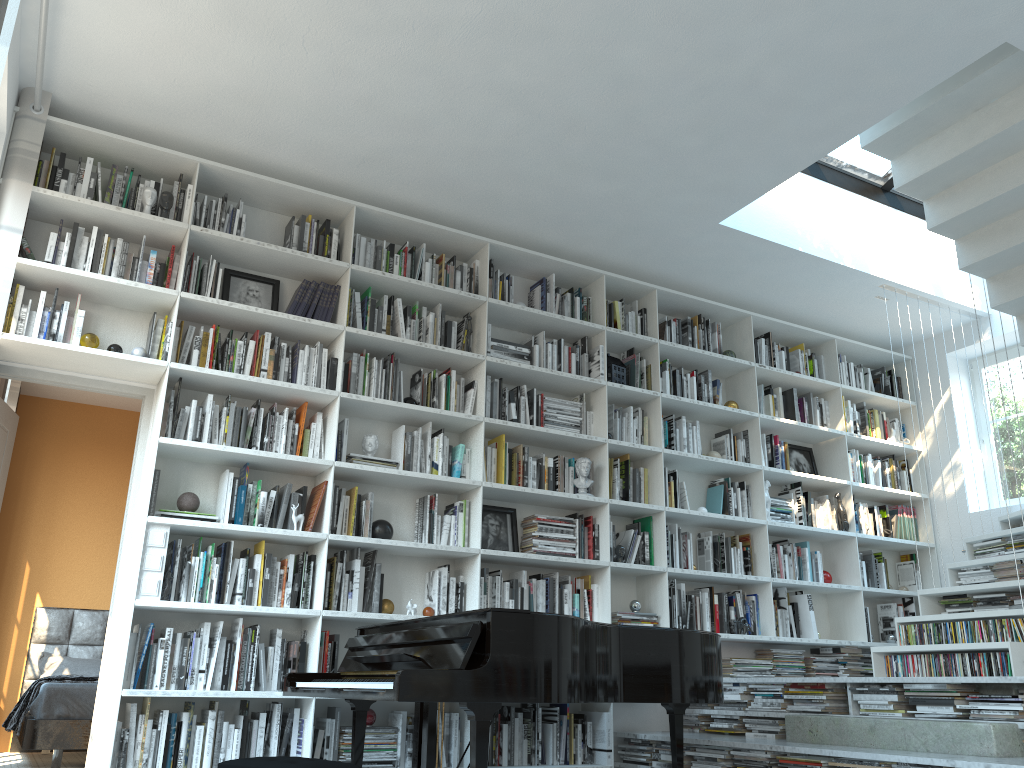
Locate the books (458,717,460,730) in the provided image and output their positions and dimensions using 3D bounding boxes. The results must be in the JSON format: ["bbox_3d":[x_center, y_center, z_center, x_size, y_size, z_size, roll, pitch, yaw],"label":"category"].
[{"bbox_3d":[-0.307,1.857,4.612,0.021,0.236,0.116,11,-21,-27],"label":"books"}]

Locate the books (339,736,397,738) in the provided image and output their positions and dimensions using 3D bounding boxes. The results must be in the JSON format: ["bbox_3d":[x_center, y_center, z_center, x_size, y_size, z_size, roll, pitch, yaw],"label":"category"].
[{"bbox_3d":[-0.730,1.742,4.381,0.285,0.005,0.160,13,-22,-31],"label":"books"}]

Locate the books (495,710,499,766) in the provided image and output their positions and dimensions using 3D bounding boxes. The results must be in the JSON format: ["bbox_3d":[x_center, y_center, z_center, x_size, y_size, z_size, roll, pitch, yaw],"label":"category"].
[{"bbox_3d":[-0.115,1.875,4.711,0.012,0.275,0.155,11,-21,-27],"label":"books"}]

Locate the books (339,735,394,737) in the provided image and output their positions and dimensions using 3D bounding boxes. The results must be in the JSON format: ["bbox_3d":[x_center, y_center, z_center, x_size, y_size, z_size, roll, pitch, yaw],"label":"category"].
[{"bbox_3d":[-0.727,1.738,4.385,0.254,0.005,0.161,10,-21,-23],"label":"books"}]

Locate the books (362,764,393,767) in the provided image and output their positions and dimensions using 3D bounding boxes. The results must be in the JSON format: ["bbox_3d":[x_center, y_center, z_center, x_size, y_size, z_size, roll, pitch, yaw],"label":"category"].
[{"bbox_3d":[-0.731,1.864,4.342,0.254,0.007,0.161,10,-21,-23],"label":"books"}]

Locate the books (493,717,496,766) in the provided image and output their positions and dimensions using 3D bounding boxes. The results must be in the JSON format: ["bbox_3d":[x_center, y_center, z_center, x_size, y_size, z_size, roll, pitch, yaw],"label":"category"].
[{"bbox_3d":[-0.123,1.889,4.696,0.012,0.238,0.129,11,-21,-27],"label":"books"}]

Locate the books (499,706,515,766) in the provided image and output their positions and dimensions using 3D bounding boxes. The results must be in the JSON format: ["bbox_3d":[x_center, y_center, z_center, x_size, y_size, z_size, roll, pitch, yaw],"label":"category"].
[{"bbox_3d":[-0.035,1.880,4.749,0.026,0.293,0.155,11,-21,-27],"label":"books"}]

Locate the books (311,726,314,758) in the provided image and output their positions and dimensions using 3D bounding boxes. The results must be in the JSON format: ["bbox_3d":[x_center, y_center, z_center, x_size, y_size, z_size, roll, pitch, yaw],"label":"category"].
[{"bbox_3d":[-0.989,1.738,4.242,0.025,0.197,0.160,11,-21,-27],"label":"books"}]

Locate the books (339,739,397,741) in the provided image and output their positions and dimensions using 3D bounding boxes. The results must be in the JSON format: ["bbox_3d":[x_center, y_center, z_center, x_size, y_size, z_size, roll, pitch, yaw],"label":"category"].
[{"bbox_3d":[-0.734,1.754,4.384,0.285,0.005,0.160,12,-22,-28],"label":"books"}]

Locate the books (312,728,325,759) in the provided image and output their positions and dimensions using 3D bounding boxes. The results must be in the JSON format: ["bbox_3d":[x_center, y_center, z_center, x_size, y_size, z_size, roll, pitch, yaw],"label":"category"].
[{"bbox_3d":[-0.951,1.750,4.251,0.053,0.183,0.148,11,-21,-27],"label":"books"}]

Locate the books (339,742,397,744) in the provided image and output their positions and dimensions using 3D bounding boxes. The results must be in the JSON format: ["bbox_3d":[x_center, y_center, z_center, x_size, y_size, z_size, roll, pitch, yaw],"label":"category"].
[{"bbox_3d":[-0.733,1.769,4.377,0.285,0.005,0.160,12,-22,-29],"label":"books"}]

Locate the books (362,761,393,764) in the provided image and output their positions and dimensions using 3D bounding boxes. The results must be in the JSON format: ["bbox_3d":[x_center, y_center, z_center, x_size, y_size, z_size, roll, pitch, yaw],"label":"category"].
[{"bbox_3d":[-0.734,1.852,4.352,0.254,0.007,0.161,11,-21,-26],"label":"books"}]

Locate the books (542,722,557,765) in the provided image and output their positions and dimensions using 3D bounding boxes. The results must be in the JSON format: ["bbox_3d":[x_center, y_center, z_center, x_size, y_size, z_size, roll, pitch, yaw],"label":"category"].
[{"bbox_3d":[0.190,1.957,4.833,0.029,0.209,0.171,11,-21,-27],"label":"books"}]

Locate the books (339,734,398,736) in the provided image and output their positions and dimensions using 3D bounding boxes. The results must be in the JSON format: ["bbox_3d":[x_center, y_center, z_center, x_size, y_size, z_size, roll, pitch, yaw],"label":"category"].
[{"bbox_3d":[-0.728,1.733,4.388,0.285,0.005,0.160,12,-22,-30],"label":"books"}]

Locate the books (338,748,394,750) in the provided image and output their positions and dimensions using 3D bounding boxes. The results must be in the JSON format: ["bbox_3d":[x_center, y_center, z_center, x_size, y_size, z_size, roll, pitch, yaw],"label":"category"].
[{"bbox_3d":[-0.732,1.794,4.372,0.254,0.007,0.161,11,-21,-26],"label":"books"}]

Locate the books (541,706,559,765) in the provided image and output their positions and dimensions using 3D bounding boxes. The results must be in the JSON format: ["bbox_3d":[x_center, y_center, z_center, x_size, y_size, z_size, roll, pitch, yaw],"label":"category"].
[{"bbox_3d":[0.207,1.922,4.856,0.011,0.291,0.184,11,-21,-27],"label":"books"}]

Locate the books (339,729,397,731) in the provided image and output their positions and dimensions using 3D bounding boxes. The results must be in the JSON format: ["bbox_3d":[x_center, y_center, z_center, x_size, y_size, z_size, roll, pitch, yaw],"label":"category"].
[{"bbox_3d":[-0.731,1.715,4.401,0.285,0.005,0.160,11,-21,-27],"label":"books"}]

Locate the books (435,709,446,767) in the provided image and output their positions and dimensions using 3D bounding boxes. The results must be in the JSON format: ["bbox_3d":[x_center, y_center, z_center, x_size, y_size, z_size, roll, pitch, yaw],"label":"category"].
[{"bbox_3d":[-0.403,1.814,4.548,0.074,0.275,0.181,11,-21,-27],"label":"books"}]

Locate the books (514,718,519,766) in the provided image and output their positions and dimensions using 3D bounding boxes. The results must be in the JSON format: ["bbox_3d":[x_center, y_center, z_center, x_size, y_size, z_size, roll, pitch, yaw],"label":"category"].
[{"bbox_3d":[-0.012,1.914,4.755,0.030,0.234,0.138,11,-21,-27],"label":"books"}]

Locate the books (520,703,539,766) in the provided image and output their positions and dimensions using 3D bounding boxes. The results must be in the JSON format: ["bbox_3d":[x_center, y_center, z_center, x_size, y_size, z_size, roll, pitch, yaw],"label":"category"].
[{"bbox_3d":[0.094,1.879,4.804,0.014,0.334,0.183,11,-21,-27],"label":"books"}]

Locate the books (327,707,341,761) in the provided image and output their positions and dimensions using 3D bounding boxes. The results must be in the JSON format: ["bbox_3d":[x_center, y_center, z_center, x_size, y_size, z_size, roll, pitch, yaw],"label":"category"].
[{"bbox_3d":[-0.875,1.720,4.313,0.027,0.281,0.129,11,-21,-27],"label":"books"}]

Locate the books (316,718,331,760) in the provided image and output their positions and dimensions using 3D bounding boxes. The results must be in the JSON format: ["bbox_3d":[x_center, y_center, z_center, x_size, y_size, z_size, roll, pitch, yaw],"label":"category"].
[{"bbox_3d":[-0.916,1.733,4.274,0.023,0.231,0.164,11,-21,-27],"label":"books"}]

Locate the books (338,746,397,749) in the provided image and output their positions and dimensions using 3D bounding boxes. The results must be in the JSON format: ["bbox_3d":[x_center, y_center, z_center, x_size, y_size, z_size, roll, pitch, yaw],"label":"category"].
[{"bbox_3d":[-0.732,1.788,4.374,0.285,0.007,0.160,11,-21,-26],"label":"books"}]

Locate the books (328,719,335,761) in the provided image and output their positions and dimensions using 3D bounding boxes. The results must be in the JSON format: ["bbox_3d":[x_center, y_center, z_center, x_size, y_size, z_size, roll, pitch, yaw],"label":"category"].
[{"bbox_3d":[-0.899,1.742,4.292,0.027,0.226,0.139,11,-21,-27],"label":"books"}]

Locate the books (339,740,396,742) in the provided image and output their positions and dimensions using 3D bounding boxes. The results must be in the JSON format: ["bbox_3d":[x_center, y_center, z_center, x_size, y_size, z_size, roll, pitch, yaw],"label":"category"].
[{"bbox_3d":[-0.734,1.760,4.382,0.285,0.005,0.160,11,-21,-26],"label":"books"}]

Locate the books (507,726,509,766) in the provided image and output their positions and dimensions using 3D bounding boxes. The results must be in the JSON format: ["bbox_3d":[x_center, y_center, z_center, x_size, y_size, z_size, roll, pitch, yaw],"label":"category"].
[{"bbox_3d":[-0.065,1.924,4.731,0.030,0.196,0.143,11,-21,-27],"label":"books"}]

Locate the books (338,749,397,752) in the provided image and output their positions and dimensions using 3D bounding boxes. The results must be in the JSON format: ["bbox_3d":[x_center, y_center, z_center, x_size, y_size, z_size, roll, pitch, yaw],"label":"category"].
[{"bbox_3d":[-0.727,1.798,4.362,0.285,0.007,0.160,13,-23,-32],"label":"books"}]

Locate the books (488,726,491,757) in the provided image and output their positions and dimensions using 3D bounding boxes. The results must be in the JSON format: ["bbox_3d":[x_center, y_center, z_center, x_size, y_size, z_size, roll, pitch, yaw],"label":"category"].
[{"bbox_3d":[-0.159,1.845,4.681,0.034,0.310,0.170,11,-21,-27],"label":"books"}]

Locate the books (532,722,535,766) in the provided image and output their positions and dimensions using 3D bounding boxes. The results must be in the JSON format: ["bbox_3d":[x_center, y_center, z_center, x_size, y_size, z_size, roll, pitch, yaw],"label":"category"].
[{"bbox_3d":[0.073,1.937,4.784,0.022,0.212,0.167,11,-21,-27],"label":"books"}]

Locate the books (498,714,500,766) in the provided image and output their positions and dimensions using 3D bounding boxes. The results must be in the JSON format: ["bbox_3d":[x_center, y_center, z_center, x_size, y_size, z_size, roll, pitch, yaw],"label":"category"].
[{"bbox_3d":[-0.105,1.887,4.713,0.012,0.254,0.151,11,-21,-27],"label":"books"}]

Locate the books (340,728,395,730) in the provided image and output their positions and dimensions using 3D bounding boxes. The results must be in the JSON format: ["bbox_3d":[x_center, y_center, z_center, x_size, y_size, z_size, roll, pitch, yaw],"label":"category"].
[{"bbox_3d":[-0.730,1.709,4.400,0.254,0.005,0.161,11,-21,-26],"label":"books"}]

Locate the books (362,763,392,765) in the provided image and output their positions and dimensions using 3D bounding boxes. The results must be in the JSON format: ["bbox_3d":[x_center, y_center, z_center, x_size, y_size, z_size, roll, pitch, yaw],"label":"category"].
[{"bbox_3d":[-0.735,1.860,4.351,0.254,0.007,0.161,11,-21,-27],"label":"books"}]

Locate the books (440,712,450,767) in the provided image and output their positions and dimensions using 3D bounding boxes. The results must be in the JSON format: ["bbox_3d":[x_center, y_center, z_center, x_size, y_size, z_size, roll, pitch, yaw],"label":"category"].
[{"bbox_3d":[-0.366,1.834,4.579,0.025,0.258,0.133,11,-21,-27],"label":"books"}]

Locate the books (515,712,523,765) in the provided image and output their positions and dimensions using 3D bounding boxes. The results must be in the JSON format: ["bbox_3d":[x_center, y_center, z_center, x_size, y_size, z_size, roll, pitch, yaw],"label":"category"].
[{"bbox_3d":[0.014,1.906,4.772,0.028,0.260,0.133,11,-21,-27],"label":"books"}]

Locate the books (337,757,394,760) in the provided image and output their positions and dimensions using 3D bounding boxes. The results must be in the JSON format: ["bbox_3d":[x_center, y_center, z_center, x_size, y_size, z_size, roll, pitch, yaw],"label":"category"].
[{"bbox_3d":[-0.729,1.832,4.354,0.254,0.007,0.161,13,-22,-31],"label":"books"}]

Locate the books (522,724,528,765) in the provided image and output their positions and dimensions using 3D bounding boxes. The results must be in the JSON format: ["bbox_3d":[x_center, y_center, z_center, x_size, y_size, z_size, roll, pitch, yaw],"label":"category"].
[{"bbox_3d":[0.037,1.937,4.773,0.024,0.203,0.145,11,-21,-27],"label":"books"}]

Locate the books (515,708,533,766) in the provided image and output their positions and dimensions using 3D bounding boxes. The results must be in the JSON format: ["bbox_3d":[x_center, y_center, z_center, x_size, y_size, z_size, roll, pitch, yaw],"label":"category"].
[{"bbox_3d":[0.061,1.899,4.784,0.013,0.284,0.185,11,-21,-27],"label":"books"}]

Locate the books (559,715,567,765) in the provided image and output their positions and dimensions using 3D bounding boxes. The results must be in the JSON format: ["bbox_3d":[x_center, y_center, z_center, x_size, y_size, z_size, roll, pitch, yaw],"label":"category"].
[{"bbox_3d":[0.236,1.944,4.854,0.044,0.250,0.187,11,-21,-27],"label":"books"}]

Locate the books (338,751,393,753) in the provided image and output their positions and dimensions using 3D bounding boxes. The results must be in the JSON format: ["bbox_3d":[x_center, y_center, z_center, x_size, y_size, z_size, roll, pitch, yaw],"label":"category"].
[{"bbox_3d":[-0.732,1.807,4.367,0.254,0.007,0.161,11,-21,-26],"label":"books"}]

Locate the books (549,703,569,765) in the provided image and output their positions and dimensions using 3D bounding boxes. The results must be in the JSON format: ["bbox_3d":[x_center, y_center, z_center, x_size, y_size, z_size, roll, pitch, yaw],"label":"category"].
[{"bbox_3d":[0.260,1.919,4.881,0.013,0.316,0.187,11,-21,-27],"label":"books"}]

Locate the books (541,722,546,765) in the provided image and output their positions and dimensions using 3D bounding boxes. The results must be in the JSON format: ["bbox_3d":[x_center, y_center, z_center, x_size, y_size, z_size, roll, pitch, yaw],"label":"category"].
[{"bbox_3d":[0.137,1.956,4.836,0.040,0.211,0.129,11,-21,-27],"label":"books"}]

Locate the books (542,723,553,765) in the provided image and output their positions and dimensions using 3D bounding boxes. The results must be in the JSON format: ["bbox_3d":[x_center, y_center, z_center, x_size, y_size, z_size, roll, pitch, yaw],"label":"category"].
[{"bbox_3d":[0.175,1.955,4.820,0.010,0.205,0.180,11,-21,-27],"label":"books"}]

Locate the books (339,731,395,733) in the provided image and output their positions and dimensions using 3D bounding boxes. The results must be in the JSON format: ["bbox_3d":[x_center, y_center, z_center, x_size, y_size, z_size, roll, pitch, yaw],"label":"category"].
[{"bbox_3d":[-0.731,1.725,4.397,0.254,0.005,0.161,11,-21,-27],"label":"books"}]

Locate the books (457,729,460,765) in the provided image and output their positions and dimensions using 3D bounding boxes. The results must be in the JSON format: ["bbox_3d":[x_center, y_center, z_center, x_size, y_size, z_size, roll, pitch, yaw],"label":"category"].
[{"bbox_3d":[-0.318,1.875,4.576,0.024,0.179,0.172,11,-21,-27],"label":"books"}]

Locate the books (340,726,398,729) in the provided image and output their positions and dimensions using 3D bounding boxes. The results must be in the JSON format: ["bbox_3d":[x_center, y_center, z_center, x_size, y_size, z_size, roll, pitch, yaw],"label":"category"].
[{"bbox_3d":[-0.725,1.701,4.394,0.285,0.005,0.160,9,-21,-22],"label":"books"}]

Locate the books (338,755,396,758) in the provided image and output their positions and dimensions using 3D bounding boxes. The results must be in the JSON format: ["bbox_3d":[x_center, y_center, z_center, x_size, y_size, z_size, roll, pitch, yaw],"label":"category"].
[{"bbox_3d":[-0.731,1.826,4.360,0.285,0.007,0.160,10,-21,-25],"label":"books"}]

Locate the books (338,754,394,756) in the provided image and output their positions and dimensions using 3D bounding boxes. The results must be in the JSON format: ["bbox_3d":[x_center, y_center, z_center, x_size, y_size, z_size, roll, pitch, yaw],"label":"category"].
[{"bbox_3d":[-0.729,1.818,4.358,0.254,0.007,0.161,13,-22,-31],"label":"books"}]

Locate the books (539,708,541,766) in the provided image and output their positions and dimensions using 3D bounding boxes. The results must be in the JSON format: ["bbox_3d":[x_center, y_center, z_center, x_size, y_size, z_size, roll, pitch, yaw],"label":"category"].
[{"bbox_3d":[0.105,1.905,4.804,0.014,0.287,0.185,11,-21,-27],"label":"books"}]

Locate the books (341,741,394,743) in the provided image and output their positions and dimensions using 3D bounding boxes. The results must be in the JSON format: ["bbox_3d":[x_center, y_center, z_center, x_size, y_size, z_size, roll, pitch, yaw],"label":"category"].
[{"bbox_3d":[-0.734,1.765,4.380,0.254,0.005,0.161,12,-22,-28],"label":"books"}]

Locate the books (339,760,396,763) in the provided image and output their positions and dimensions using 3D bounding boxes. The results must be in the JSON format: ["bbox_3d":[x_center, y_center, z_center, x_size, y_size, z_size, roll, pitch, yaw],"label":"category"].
[{"bbox_3d":[-0.731,1.844,4.348,0.285,0.007,0.160,13,-22,-31],"label":"books"}]

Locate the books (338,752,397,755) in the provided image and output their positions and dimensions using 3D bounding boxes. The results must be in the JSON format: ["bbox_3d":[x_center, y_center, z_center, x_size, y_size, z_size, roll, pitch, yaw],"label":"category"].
[{"bbox_3d":[-0.729,1.812,4.360,0.285,0.007,0.160,13,-22,-31],"label":"books"}]

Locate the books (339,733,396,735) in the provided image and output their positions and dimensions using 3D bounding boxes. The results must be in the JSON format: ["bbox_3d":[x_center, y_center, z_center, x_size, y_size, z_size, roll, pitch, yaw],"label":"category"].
[{"bbox_3d":[-0.726,1.727,4.386,0.254,0.005,0.161,13,-23,-32],"label":"books"}]

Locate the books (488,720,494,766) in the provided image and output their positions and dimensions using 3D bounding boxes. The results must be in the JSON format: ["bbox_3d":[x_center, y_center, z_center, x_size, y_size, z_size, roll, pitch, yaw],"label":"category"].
[{"bbox_3d":[-0.140,1.883,4.692,0.022,0.246,0.144,11,-21,-27],"label":"books"}]

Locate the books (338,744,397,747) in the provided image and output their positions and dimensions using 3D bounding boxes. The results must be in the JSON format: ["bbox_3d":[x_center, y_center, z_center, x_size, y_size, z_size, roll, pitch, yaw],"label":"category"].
[{"bbox_3d":[-0.733,1.782,4.379,0.285,0.007,0.160,11,-21,-27],"label":"books"}]

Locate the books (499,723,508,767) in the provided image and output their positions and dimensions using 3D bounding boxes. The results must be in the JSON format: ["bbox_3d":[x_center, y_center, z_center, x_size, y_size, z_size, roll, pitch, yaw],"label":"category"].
[{"bbox_3d":[-0.076,1.906,4.694,0.028,0.205,0.175,11,-21,-27],"label":"books"}]

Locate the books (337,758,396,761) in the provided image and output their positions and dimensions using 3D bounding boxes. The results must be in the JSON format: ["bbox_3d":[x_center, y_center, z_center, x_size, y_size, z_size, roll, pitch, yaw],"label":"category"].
[{"bbox_3d":[-0.727,1.838,4.349,0.285,0.007,0.160,9,-21,-22],"label":"books"}]

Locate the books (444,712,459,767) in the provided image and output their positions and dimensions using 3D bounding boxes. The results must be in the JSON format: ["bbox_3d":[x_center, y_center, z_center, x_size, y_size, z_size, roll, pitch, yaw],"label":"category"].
[{"bbox_3d":[-0.330,1.829,4.564,0.024,0.259,0.190,11,-21,-27],"label":"books"}]

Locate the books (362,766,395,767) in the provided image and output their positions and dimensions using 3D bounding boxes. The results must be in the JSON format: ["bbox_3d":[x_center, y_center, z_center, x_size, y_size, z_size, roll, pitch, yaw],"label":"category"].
[{"bbox_3d":[-0.736,1.873,4.347,0.285,0.007,0.160,11,-21,-27],"label":"books"}]
